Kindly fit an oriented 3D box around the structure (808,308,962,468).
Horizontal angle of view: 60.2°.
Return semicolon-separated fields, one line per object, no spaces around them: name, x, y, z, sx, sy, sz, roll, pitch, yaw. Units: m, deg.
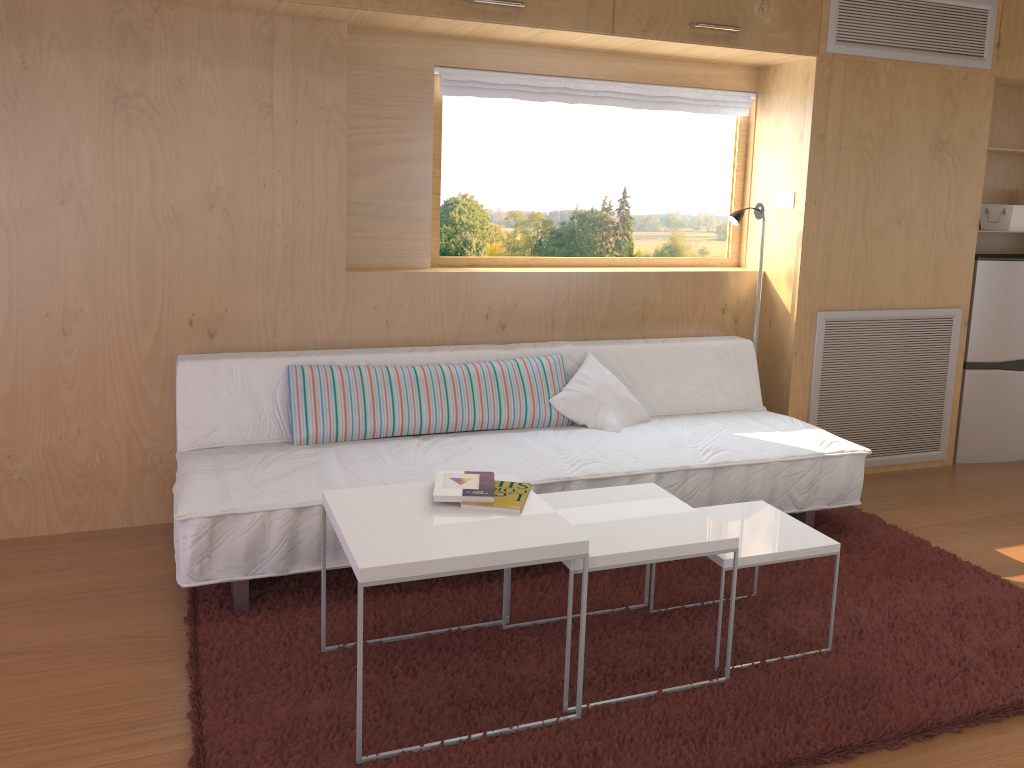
structure;1.678;0.022;3.980;0.820;0.713;0.013;-2;9;-21

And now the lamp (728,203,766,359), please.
lamp;1.033;-0.181;3.820;0.184;1.183;0.255;10;12;44

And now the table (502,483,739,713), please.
table;0.268;0.531;2.327;0.459;0.379;0.429;-2;11;-21

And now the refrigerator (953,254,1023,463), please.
refrigerator;2.442;-0.137;4.356;0.714;0.976;0.264;-2;9;-21

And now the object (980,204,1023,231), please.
object;2.449;-0.801;4.269;0.350;0.121;0.205;-3;12;-21

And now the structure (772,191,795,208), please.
structure;1.167;-0.796;3.810;0.011;0.070;0.144;-1;12;-21

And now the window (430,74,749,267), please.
window;0.362;-0.900;3.810;1.497;0.781;0.036;-3;9;-21

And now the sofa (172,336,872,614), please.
sofa;0.050;0.233;3.149;2.355;0.621;0.873;-3;12;-21

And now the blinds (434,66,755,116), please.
blinds;0.392;-1.221;3.715;1.498;0.110;0.048;-3;10;-21

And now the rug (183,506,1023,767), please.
rug;0.304;0.633;2.813;2.481;0.020;1.909;-3;13;-21

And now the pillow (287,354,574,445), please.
pillow;-0.269;0.049;3.193;1.042;0.249;0.173;-3;11;-21

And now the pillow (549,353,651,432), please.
pillow;0.342;0.033;3.344;0.268;0.249;0.348;9;13;32

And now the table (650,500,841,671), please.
table;0.641;0.549;2.475;0.369;0.305;0.346;-2;11;-21

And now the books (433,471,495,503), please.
books;-0.121;0.262;2.272;0.152;0.016;0.196;2;13;-2

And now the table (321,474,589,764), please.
table;-0.162;0.527;2.159;0.525;0.433;0.491;-2;11;-21

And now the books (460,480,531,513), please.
books;-0.039;0.286;2.251;0.152;0.016;0.195;4;13;8

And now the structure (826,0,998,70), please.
structure;1.707;-1.521;3.746;0.903;0.297;0.013;-3;9;-21
